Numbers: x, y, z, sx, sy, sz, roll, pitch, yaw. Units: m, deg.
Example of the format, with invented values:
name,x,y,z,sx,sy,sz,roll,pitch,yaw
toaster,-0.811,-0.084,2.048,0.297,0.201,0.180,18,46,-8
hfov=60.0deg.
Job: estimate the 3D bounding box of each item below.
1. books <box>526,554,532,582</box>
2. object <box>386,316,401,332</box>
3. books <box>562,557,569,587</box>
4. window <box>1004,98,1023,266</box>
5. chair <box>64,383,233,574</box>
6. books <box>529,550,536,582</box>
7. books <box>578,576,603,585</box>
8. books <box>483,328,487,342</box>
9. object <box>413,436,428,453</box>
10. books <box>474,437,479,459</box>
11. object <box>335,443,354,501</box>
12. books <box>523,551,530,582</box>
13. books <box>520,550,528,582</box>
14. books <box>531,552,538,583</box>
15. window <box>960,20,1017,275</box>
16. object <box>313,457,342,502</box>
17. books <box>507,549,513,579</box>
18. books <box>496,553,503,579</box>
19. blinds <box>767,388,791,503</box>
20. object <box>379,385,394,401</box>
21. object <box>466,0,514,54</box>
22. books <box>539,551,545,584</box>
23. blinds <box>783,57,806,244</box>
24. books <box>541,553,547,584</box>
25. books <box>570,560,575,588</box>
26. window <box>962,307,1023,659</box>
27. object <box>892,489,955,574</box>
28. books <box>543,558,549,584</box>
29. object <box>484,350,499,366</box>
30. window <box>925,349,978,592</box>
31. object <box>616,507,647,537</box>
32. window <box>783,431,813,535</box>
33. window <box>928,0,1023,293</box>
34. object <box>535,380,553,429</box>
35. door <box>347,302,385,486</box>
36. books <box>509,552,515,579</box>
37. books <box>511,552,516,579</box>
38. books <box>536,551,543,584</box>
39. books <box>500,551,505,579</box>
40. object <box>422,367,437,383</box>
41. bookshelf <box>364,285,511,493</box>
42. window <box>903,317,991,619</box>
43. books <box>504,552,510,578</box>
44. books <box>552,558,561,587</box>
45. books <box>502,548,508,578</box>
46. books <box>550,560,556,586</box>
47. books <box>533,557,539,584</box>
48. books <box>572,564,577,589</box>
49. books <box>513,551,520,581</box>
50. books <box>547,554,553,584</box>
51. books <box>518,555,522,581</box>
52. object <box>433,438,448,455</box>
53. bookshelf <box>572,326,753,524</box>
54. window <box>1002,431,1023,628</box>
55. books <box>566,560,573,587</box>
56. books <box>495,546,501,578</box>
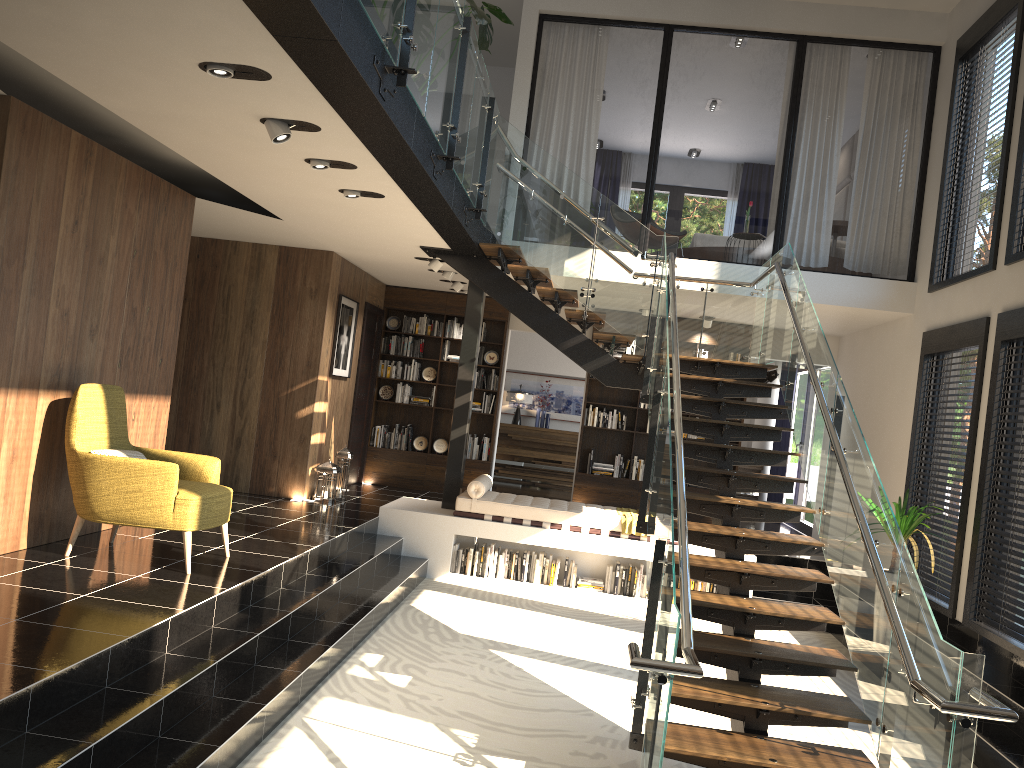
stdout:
name,x,y,z,sx,sy,sz,roll,pitch,yaw
books,0.180,1.876,9.072,0.029,0.271,0.128,7,-1,5
object,-1.611,-0.820,12.045,0.212,0.222,0.082,7,-1,5
books,0.549,1.914,9.046,0.030,0.284,0.176,7,-1,5
window,4.155,-2.168,6.313,0.358,2.475,1.393,7,-1,5
chair,-2.395,0.594,5.892,1.030,1.097,0.808,7,-1,4
books,0.208,1.861,9.069,0.023,0.308,0.126,7,-1,5
books,0.800,2.000,9.031,0.249,0.026,0.148,7,-1,3
books,-0.366,-0.658,11.999,0.022,0.195,0.135,7,-1,5
object,-1.235,0.812,11.983,0.212,0.222,0.082,7,-1,5
books,-0.478,0.863,11.940,0.011,0.300,0.154,7,-1,5
object,-1.898,0.977,9.946,0.182,0.642,0.182,7,-1,5
books,0.153,1.862,9.057,0.025,0.293,0.205,7,-1,5
books,0.124,1.854,9.047,0.033,0.299,0.196,7,-1,5
books,0.229,1.874,9.058,0.025,0.287,0.169,7,-1,5
window,4.364,-2.106,7.888,0.005,2.297,1.221,7,-1,5
object,-2.027,1.036,9.725,0.262,0.483,0.262,7,-1,5
books,-0.021,1.846,9.109,0.025,0.285,0.137,7,-1,5
books,-0.122,1.853,9.037,0.029,0.240,0.165,7,-1,5
blinds,4.314,0.826,14.241,0.161,2.770,1.080,7,-1,4
object,-1.709,0.122,12.060,0.212,0.222,0.082,7,-1,5
object,-0.749,-2.447,6.639,1.465,1.554,1.260,7,-1,-7
books,0.304,1.873,9.041,0.020,0.305,0.172,7,-1,5
blinds,3.153,-2.589,9.377,0.669,2.698,0.134,7,-1,5
books,0.325,1.882,9.043,0.023,0.293,0.157,7,-1,5
books,0.615,1.935,9.030,0.020,0.257,0.154,7,-1,5
window,3.809,0.665,6.246,0.358,2.475,1.499,7,-1,5
object,3.200,1.551,7.463,0.876,1.338,0.830,7,-1,-6
books,0.352,1.906,9.055,0.034,0.252,0.151,7,-1,5
object,-0.277,-0.345,11.925,0.212,0.222,0.082,7,-1,5
window,4.021,0.731,7.861,0.005,2.297,1.221,7,-1,5
object,1.311,1.604,9.364,0.466,0.510,1.167,7,-1,5
window,4.401,0.905,13.328,0.184,2.475,2.982,7,-1,5
window,4.294,-2.114,7.902,0.358,2.475,1.393,7,-1,5
object,0.562,0.352,15.394,0.272,0.860,0.270,7,-1,20
door,-1.948,0.156,11.469,0.104,2.347,0.931,7,-1,5
books,0.000,1.860,9.092,0.023,0.260,0.133,7,-1,5
books,0.020,1.862,9.074,0.019,0.261,0.183,7,-1,5
books,0.281,1.871,9.048,0.026,0.305,0.187,7,-1,5
books,-0.094,1.842,9.049,0.021,0.270,0.148,7,-1,5
object,-1.119,-0.127,12.013,0.212,0.222,0.082,7,-1,5
bookshelf,-1.009,0.106,12.008,1.703,2.682,0.273,7,-1,5
window,3.951,0.723,7.875,0.358,2.475,1.393,7,-1,5
books,-0.048,1.862,9.113,0.026,0.247,0.149,7,-1,5
books,0.455,1.915,9.020,0.050,0.258,0.215,7,-1,5
books,-0.070,1.833,9.070,0.020,0.295,0.102,7,-1,5
books,0.414,1.922,9.016,0.028,0.232,0.206,7,-1,5
books,0.251,1.896,9.033,0.027,0.246,0.193,7,-1,5
books,0.638,1.957,9.028,0.030,0.218,0.186,7,-1,5
books,0.043,1.854,9.063,0.028,0.282,0.173,7,-1,5
books,0.389,1.890,9.063,0.036,0.293,0.128,7,-1,5
books,0.080,1.883,9.073,0.050,0.234,0.149,7,-1,5
object,-0.963,0.844,11.954,0.212,0.222,0.082,7,-1,5
bookshelf,1.983,0.462,11.739,2.090,2.682,0.273,7,-1,5
window,3.878,0.673,6.231,0.005,2.297,1.313,7,-1,5
books,0.585,1.935,9.059,0.045,0.251,0.142,7,-1,5
books,-0.142,1.815,9.042,0.021,0.313,0.139,7,-1,5
